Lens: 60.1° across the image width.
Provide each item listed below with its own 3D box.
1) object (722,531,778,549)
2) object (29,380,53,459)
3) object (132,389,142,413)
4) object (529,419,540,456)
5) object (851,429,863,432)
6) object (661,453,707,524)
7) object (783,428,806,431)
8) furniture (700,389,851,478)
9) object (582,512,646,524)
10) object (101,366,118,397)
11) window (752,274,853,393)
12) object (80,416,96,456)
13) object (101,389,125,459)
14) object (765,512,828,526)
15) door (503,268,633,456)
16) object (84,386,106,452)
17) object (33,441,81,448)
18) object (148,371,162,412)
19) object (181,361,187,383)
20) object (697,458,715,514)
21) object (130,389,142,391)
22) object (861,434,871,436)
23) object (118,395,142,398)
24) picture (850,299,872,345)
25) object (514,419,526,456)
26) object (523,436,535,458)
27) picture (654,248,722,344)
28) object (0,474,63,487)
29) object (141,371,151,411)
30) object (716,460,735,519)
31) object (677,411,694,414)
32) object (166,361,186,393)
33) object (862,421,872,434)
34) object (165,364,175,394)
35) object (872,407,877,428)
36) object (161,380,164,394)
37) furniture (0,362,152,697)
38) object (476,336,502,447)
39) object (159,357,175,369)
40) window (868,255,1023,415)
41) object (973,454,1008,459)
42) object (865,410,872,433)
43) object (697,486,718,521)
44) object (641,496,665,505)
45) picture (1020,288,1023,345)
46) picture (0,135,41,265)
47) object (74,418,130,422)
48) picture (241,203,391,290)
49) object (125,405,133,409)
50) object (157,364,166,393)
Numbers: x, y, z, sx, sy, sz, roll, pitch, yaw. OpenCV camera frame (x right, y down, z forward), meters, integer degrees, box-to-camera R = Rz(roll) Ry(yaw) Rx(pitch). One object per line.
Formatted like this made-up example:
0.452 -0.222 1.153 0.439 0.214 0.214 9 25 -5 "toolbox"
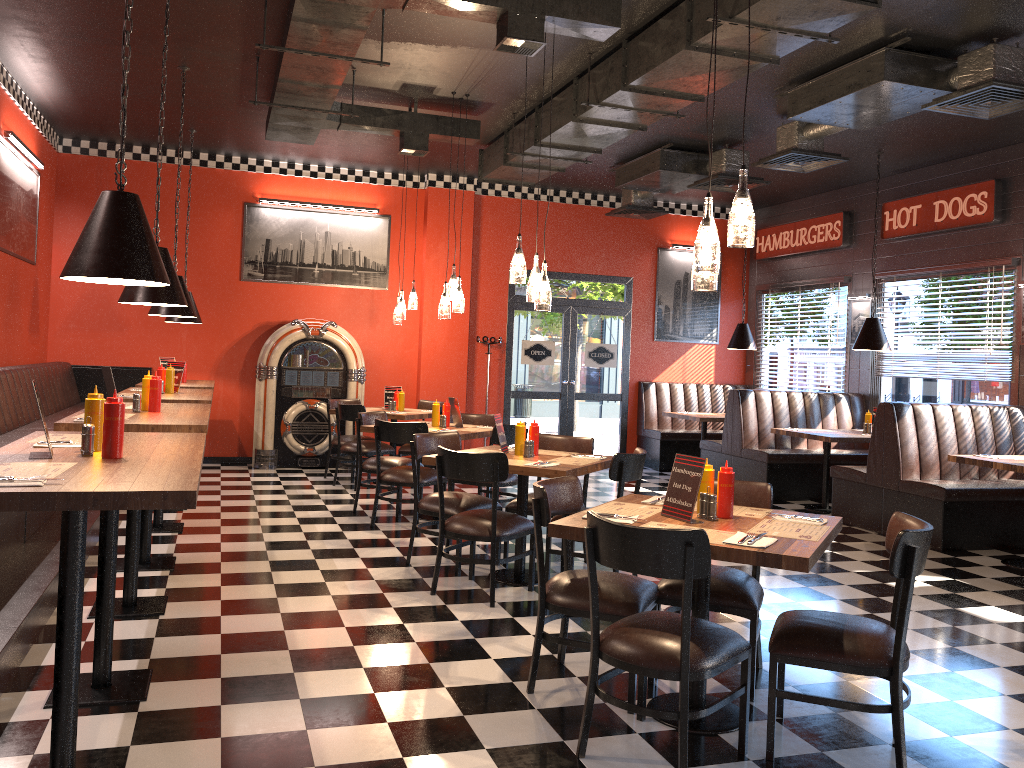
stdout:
0.870 0.560 3.215 0.157 0.019 0.255 3 2 30 "object"
-1.608 0.118 3.035 0.072 0.257 0.188 3 0 -27 "object"
-2.160 0.094 5.102 0.046 0.136 0.094 3 0 -28 "object"
0.143 0.343 5.751 0.068 0.238 0.068 3 -1 -13 "object"
3.742 0.491 9.408 0.157 0.019 0.255 2 2 -19 "object"
0.697 0.421 3.606 0.072 0.257 0.188 3 0 -28 "object"
2.927 0.466 9.145 0.157 0.019 0.255 2 2 -13 "object"
3.170 0.639 10.557 1.708 1.155 0.706 2 0 -18 "furniture"
0.416 0.531 3.541 0.255 0.019 0.157 3 2 21 "object"
-2.300 0.028 5.080 0.072 0.257 0.188 3 0 -39 "object"
3.812 -0.507 11.656 0.127 1.715 2.028 3 1 -18 "window"
-1.489 0.182 3.111 0.046 0.136 0.094 3 0 -27 "object"
-1.373 0.136 3.055 0.068 0.238 0.068 3 -1 -43 "object"
1.179 0.558 3.698 0.255 0.019 0.157 3 2 31 "object"
0.765 -0.210 11.906 1.799 2.574 0.128 2 -1 -18 "door"
-1.519 0.125 3.224 0.068 0.238 0.068 3 -1 -43 "object"
-1.670 0.225 3.361 0.255 0.019 0.157 2 2 -21 "object"
-2.075 0.044 5.155 0.068 0.238 0.068 2 -1 2 "object"
-3.429 -0.134 9.244 0.068 0.238 0.068 3 -1 -25 "object"
0.819 0.431 3.741 0.068 0.238 0.068 2 -1 -4 "object"
-3.021 0.050 7.332 0.255 0.019 0.157 2 2 -21 "object"
3.555 0.504 8.727 0.157 0.019 0.255 2 2 -22 "object"
-2.731 0.088 6.459 0.255 0.019 0.157 2 2 -21 "object"
4.135 -0.730 10.506 0.012 0.537 0.351 3 0 -18 "picture"
0.053 0.340 5.723 0.068 0.238 0.068 3 -1 -13 "object"
0.109 0.397 5.637 0.047 0.136 0.093 2 0 32 "object"
2.483 -1.232 12.470 1.023 1.302 0.016 2 -1 -18 "picture"
-1.378 0.264 2.446 0.255 0.019 0.157 2 2 -21 "object"
-2.144 0.040 5.218 0.068 0.238 0.068 2 -1 -9 "object"
0.887 0.436 3.678 0.068 0.238 0.068 2 -1 25 "object"
2.249 0.369 11.447 0.157 0.019 0.255 2 2 -18 "object"
-2.773 -0.057 7.249 0.188 0.257 0.072 2 -1 23 "object"
3.640 0.439 9.069 0.094 0.136 0.046 2 0 42 "object"
-2.755 -0.043 7.137 0.068 0.238 0.068 3 -1 -29 "object"
3.861 0.381 9.272 0.188 0.257 0.072 2 0 42 "object"
-2.808 0.009 7.058 0.094 0.136 0.046 2 0 37 "object"
-3.352 0.512 5.947 1.103 1.149 8.763 2 2 -18 "furniture"
-0.324 0.221 11.305 0.374 1.659 0.374 2 -1 4 "object"
-3.599 -0.152 9.287 0.072 0.257 0.188 2 0 32 "object"
4.559 -0.408 9.387 0.127 1.715 2.028 3 1 -18 "window"
3.759 0.567 6.930 0.157 0.019 0.255 2 2 -17 "object"
3.684 0.386 9.160 0.068 0.238 0.068 3 -1 -35 "object"
0.803 0.486 3.625 0.046 0.136 0.094 3 0 -28 "object"
0.684 0.528 4.018 0.157 0.019 0.255 3 2 28 "object"
4.882 -0.631 8.236 0.012 0.537 0.351 3 0 -18 "picture"
-4.568 -1.642 8.196 0.023 0.940 1.771 3 1 -18 "picture"
-2.048 0.177 4.428 0.255 0.019 0.157 2 2 -21 "object"
-2.379 -1.673 10.867 1.768 0.940 0.023 2 -1 -18 "picture"
-2.373 0.137 5.339 0.255 0.019 0.157 2 2 -21 "object"
-2.841 -0.048 7.173 0.068 0.238 0.068 3 -1 -24 "object"
